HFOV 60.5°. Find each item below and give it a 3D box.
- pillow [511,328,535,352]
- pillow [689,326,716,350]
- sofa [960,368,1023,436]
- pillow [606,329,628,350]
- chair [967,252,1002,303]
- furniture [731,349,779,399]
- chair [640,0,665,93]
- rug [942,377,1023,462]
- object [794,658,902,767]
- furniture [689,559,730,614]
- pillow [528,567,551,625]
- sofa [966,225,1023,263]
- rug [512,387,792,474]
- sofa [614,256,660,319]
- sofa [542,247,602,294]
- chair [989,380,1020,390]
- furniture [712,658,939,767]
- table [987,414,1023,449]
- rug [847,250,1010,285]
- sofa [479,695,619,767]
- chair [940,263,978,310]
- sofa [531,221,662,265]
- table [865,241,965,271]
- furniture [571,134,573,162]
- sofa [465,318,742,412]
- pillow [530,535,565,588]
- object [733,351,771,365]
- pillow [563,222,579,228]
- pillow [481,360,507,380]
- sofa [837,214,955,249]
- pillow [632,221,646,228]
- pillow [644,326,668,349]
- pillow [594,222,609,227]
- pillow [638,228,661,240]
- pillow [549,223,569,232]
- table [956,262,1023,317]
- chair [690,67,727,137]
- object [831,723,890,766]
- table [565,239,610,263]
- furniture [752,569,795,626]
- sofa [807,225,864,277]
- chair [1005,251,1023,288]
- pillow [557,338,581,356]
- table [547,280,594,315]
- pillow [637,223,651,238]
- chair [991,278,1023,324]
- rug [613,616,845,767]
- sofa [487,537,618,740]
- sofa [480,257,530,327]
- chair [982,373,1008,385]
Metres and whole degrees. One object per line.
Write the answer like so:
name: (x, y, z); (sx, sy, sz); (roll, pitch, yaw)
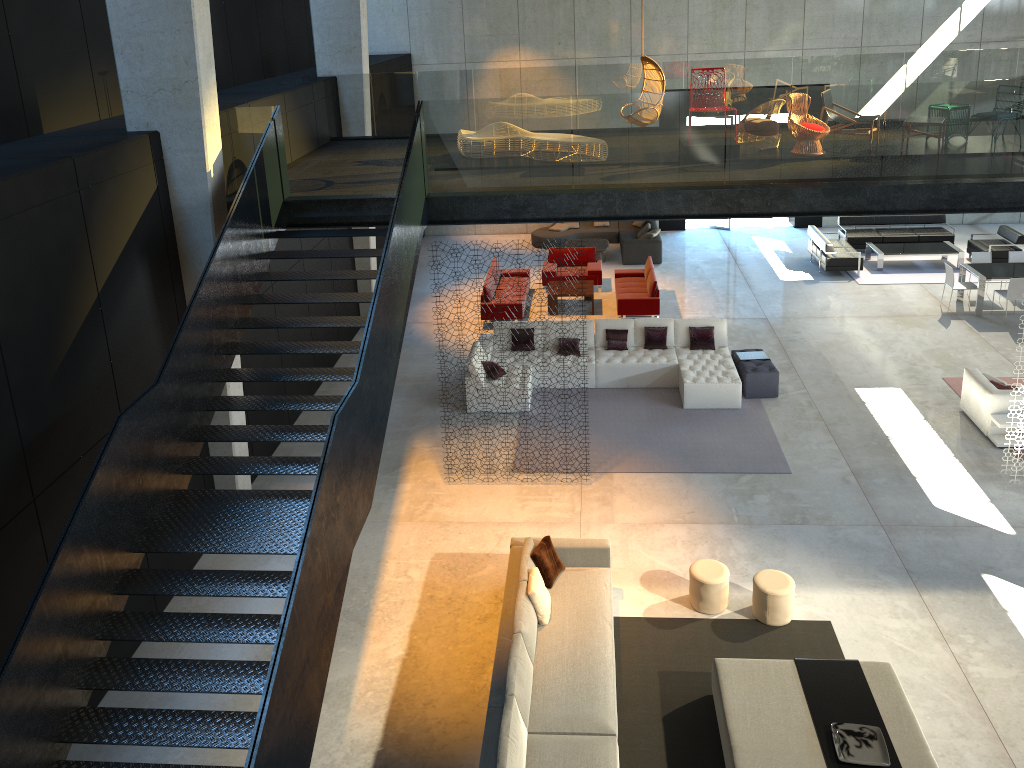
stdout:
pillow: (0.180, -0.735, 14.608); (0.400, 0.367, 0.206); (-1, 18, 5)
pillow: (3.103, -0.744, 14.326); (0.413, 0.331, 0.246); (-1, 19, 5)
sofa: (7.515, 0.250, 12.192); (2.135, 0.644, 0.992); (0, 22, 5)
pillow: (1.724, -0.720, 14.465); (0.383, 0.321, 0.228); (0, 19, 8)
chair: (9.241, -2.088, 17.146); (0.420, 0.836, 0.569); (-1, 19, 6)
furniture: (3.817, -0.180, 13.833); (0.509, 0.436, 1.004); (-2, 22, 1)
chair: (1.805, -4.442, 12.132); (0.602, 1.706, 0.660); (-9, 19, -18)
rug: (8.492, 0.451, 12.431); (3.625, 0.019, 2.771); (0, 24, 5)
object: (2.673, 2.718, 6.962); (0.535, 0.083, 1.542); (0, 24, 5)
furniture: (2.008, 2.061, 8.941); (0.402, 0.384, 0.417); (5, 22, 19)
pillow: (0.262, 2.023, 8.369); (0.207, 0.366, 0.420); (-1, 21, 5)
sofa: (10.591, -3.006, 19.244); (0.820, 0.728, 0.995); (-1, 21, 5)
rug: (1.919, 0.611, 12.764); (3.625, 0.019, 2.771); (0, 24, 5)
sofa: (2.483, -1.931, 17.568); (0.816, 0.780, 2.056); (-1, 23, 5)
sofa: (1.299, -2.470, 18.934); (1.282, 0.783, 0.853); (-1, 21, 5)
chair: (6.833, 0.115, 12.121); (0.288, 0.322, 0.412); (-18, 26, -36)
furniture: (2.471, 2.872, 7.028); (1.535, 0.383, 1.516); (0, 23, 5)
table: (7.233, 0.638, 11.692); (1.567, 0.355, 0.314); (0, 20, 5)
rug: (9.056, -2.591, 19.365); (3.386, 0.024, 2.523); (0, 24, 5)
sofa: (0.225, 3.284, 5.932); (1.052, 0.693, 2.445); (-1, 23, 5)
chair: (8.523, -1.844, 16.662); (0.545, 0.836, 0.438); (-1, 18, 6)
sofa: (2.022, -3.624, 21.779); (3.186, 0.546, 2.957); (0, 23, 5)
table: (8.897, -2.836, 19.452); (1.800, 0.392, 0.943); (0, 23, 5)
furniture: (0.286, -3.554, 12.756); (2.507, 0.454, 0.949); (10, 25, 26)
sofa: (1.431, -0.342, 13.960); (4.146, 0.836, 1.910); (0, 23, 5)
pillow: (0.350, 1.798, 8.889); (0.261, 0.356, 0.414); (7, 23, 25)
object: (3.809, -0.407, 13.918); (0.517, 0.096, 0.314); (-2, 23, 1)
pillow: (1.537, -4.229, 22.814); (0.423, 0.298, 0.344); (0, 21, 7)
pillow: (-0.298, -0.259, 13.645); (0.341, 0.277, 0.357); (10, 24, 30)
sofa: (8.996, -3.526, 20.609); (2.450, 0.729, 0.858); (0, 21, 5)
pillow: (3.324, -4.204, 22.538); (0.344, 0.303, 0.424); (-11, 23, -21)
pillow: (2.360, -0.754, 14.401); (0.406, 0.362, 0.200); (-1, 18, 5)
pillow: (2.316, -4.270, 22.771); (0.416, 0.317, 0.333); (-1, 20, 5)
pillow: (3.197, -3.461, 20.831); (0.551, 0.361, 0.664); (8, 24, 26)
pillow: (1.211, -4.033, 22.645); (0.423, 0.130, 0.423); (15, 29, 36)
table: (9.544, -1.799, 16.581); (1.800, 0.728, 0.942); (0, 21, 5)
chair: (2.740, -3.844, 12.125); (0.645, 0.942, 0.690); (-1, 19, 5)
object: (2.656, 2.759, 6.701); (0.386, 0.034, 0.404); (1, 24, 8)
table: (1.813, -3.187, 21.091); (1.059, 0.330, 1.110); (-1, 23, 5)
furniture: (2.601, 2.123, 8.735); (0.401, 0.384, 0.418); (-4, 20, -4)
sofa: (7.187, -2.987, 19.564); (0.820, 0.727, 1.729); (-1, 23, 5)
chair: (9.938, -2.092, 17.081); (0.420, 0.836, 0.569); (-1, 19, 6)
pillow: (0.939, -0.610, 14.459); (0.383, 0.222, 0.341); (-1, 22, 5)
table: (1.197, -1.748, 17.743); (0.910, 0.406, 0.953); (0, 23, 5)
pillow: (3.251, -3.773, 21.610); (0.322, 0.299, 0.426); (0, 21, 7)
chair: (9.144, -1.607, 16.051); (0.420, 0.836, 0.569); (-1, 19, 6)
rug: (1.671, 3.111, 7.044); (2.644, 0.019, 3.798); (0, 24, 5)
sofa: (0.422, 2.309, 8.152); (1.052, 0.693, 2.445); (-1, 23, 5)
sofa: (-0.107, -1.917, 17.812); (0.815, 0.780, 2.402); (-1, 23, 5)
chair: (6.879, 0.009, 12.381); (0.320, 0.261, 0.406); (-10, 23, -18)
